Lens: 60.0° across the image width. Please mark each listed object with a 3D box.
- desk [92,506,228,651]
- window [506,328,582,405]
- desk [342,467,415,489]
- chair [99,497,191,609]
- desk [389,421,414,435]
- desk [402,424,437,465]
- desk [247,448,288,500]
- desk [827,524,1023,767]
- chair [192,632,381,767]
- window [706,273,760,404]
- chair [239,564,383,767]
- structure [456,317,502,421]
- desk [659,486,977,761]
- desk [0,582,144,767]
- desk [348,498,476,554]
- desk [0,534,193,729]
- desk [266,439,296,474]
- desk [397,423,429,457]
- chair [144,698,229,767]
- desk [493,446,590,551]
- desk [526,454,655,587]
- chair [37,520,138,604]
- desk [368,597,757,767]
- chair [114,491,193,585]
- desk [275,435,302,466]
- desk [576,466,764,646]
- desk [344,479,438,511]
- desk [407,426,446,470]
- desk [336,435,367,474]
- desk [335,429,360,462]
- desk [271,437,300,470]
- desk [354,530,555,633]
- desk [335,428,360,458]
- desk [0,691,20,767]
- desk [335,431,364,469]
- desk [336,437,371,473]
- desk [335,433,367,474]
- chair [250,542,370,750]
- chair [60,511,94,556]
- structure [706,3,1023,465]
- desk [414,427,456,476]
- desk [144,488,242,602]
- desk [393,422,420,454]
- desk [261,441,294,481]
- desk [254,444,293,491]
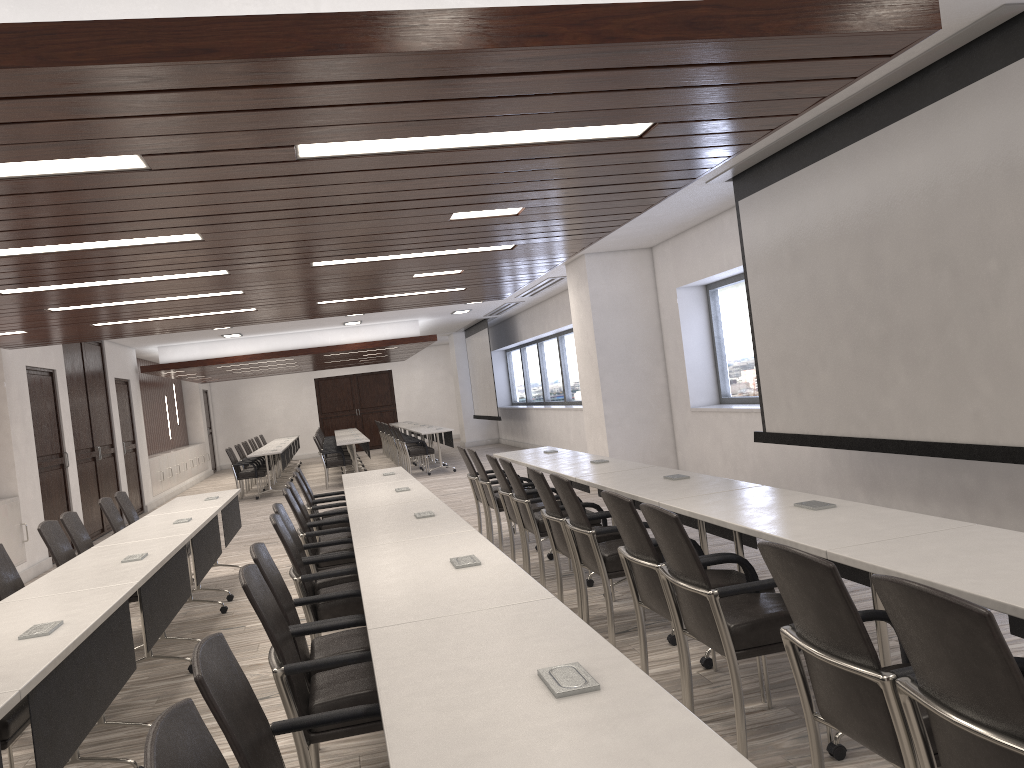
[{"bbox_3d":[-2.338,1.346,6.086,0.577,0.795,1.509,-7,0,-12],"label":"desk"},{"bbox_3d":[1.026,-0.297,17.401,0.118,1.419,10.452,-7,0,-12],"label":"window"},{"bbox_3d":[-1.167,1.205,7.884,0.577,0.795,1.509,-7,0,-12],"label":"desk"},{"bbox_3d":[-2.963,1.350,7.241,0.638,0.939,0.513,-7,0,-12],"label":"chair"},{"bbox_3d":[-2.956,1.434,24.040,0.577,0.795,1.509,-7,0,-12],"label":"desk"},{"bbox_3d":[-2.040,1.320,19.563,0.577,0.795,1.509,-7,0,-12],"label":"desk"},{"bbox_3d":[-4.364,1.599,15.980,0.577,0.795,1.509,-7,0,-12],"label":"desk"},{"bbox_3d":[1.509,0.876,2.228,0.577,0.795,1.509,-7,0,-12],"label":"desk"},{"bbox_3d":[-0.366,1.031,2.109,0.638,0.939,0.513,-7,0,-12],"label":"chair"},{"bbox_3d":[3.134,-0.561,7.104,0.118,1.419,6.968,-7,0,-12],"label":"window"},{"bbox_3d":[-0.561,1.055,3.080,0.638,0.939,0.513,-7,0,-12],"label":"chair"},{"bbox_3d":[-0.737,-0.329,20.620,0.438,2.329,3.550,-7,0,-12],"label":"structure"},{"bbox_3d":[1.205,0.914,3.710,0.577,0.795,1.509,-7,0,-12],"label":"desk"},{"bbox_3d":[-1.727,1.269,3.101,0.577,0.795,1.509,-7,0,-12],"label":"desk"},{"bbox_3d":[-0.556,1.128,4.899,0.577,0.795,1.509,-7,0,-12],"label":"desk"},{"bbox_3d":[-2.033,1.307,4.592,0.577,0.795,1.509,-7,0,-12],"label":"desk"},{"bbox_3d":[-5.278,1.714,20.445,0.577,0.795,1.509,-7,0,-12],"label":"desk"},{"bbox_3d":[-2.345,1.358,21.054,0.577,0.795,1.509,-7,0,-12],"label":"desk"},{"bbox_3d":[-0.261,1.018,1.603,0.638,0.939,0.513,-7,0,-12],"label":"chair"},{"bbox_3d":[0.289,1.028,8.187,0.577,0.795,1.509,-7,0,-12],"label":"desk"},{"bbox_3d":[0.594,0.990,6.695,0.577,0.795,1.509,-7,0,-12],"label":"desk"},{"bbox_3d":[-2.648,1.311,5.753,0.638,0.939,0.513,-7,0,-11],"label":"chair"},{"bbox_3d":[0.053,1.052,1.925,0.577,0.795,1.509,-7,0,-12],"label":"desk"},{"bbox_3d":[-3.070,1.363,7.760,0.638,0.939,0.513,-7,0,-12],"label":"chair"},{"bbox_3d":[-5.889,1.790,23.430,0.577,0.795,1.509,-7,0,-12],"label":"desk"},{"bbox_3d":[0.900,0.952,5.201,0.577,0.795,1.509,-7,0,-12],"label":"desk"},{"bbox_3d":[-0.861,1.167,6.393,0.577,0.795,1.509,-7,0,-12],"label":"desk"},{"bbox_3d":[-1.736,1.282,18.080,0.577,0.795,1.509,-7,0,-12],"label":"desk"},{"bbox_3d":[-3.192,1.458,17.778,0.577,0.795,1.509,-7,0,-12],"label":"desk"},{"bbox_3d":[-4.106,1.573,22.246,0.577,0.795,1.509,-7,0,-12],"label":"desk"},{"bbox_3d":[-5.583,1.752,21.939,0.577,0.795,1.509,-7,0,-12],"label":"desk"},{"bbox_3d":[-0.250,1.090,3.407,0.577,0.795,1.509,-7,0,-12],"label":"desk"},{"bbox_3d":[-4.412,1.611,23.737,0.577,0.795,1.509,-7,0,-12],"label":"desk"},{"bbox_3d":[-1.424,1.231,1.618,0.577,0.795,1.509,-7,0,-12],"label":"desk"},{"bbox_3d":[-3.801,1.535,20.752,0.577,0.795,1.509,-7,0,-12],"label":"desk"},{"bbox_3d":[-2.887,1.420,16.287,0.577,0.795,1.509,-7,0,-12],"label":"desk"},{"bbox_3d":[-3.495,1.496,19.260,0.577,0.795,1.509,-7,0,-12],"label":"desk"},{"bbox_3d":[-0.674,1.069,3.587,0.638,0.939,0.513,-7,0,-12],"label":"chair"},{"bbox_3d":[-2.767,1.326,6.259,0.638,0.939,0.513,-7,0,-13],"label":"chair"},{"bbox_3d":[2.295,-0.708,5.806,0.438,2.329,3.550,-7,0,-12],"label":"structure"},{"bbox_3d":[-1.431,1.244,16.589,0.577,0.795,1.509,-7,0,-12],"label":"desk"},{"bbox_3d":[-2.644,1.384,7.577,0.577,0.795,1.509,-7,0,-12],"label":"desk"},{"bbox_3d":[-2.651,1.396,22.548,0.577,0.795,1.509,-7,0,-12],"label":"desk"},{"bbox_3d":[-4.972,1.675,18.953,0.577,0.795,1.509,-7,0,-12],"label":"desk"},{"bbox_3d":[-4.669,1.637,17.471,0.577,0.795,1.509,-7,0,-12],"label":"desk"}]
